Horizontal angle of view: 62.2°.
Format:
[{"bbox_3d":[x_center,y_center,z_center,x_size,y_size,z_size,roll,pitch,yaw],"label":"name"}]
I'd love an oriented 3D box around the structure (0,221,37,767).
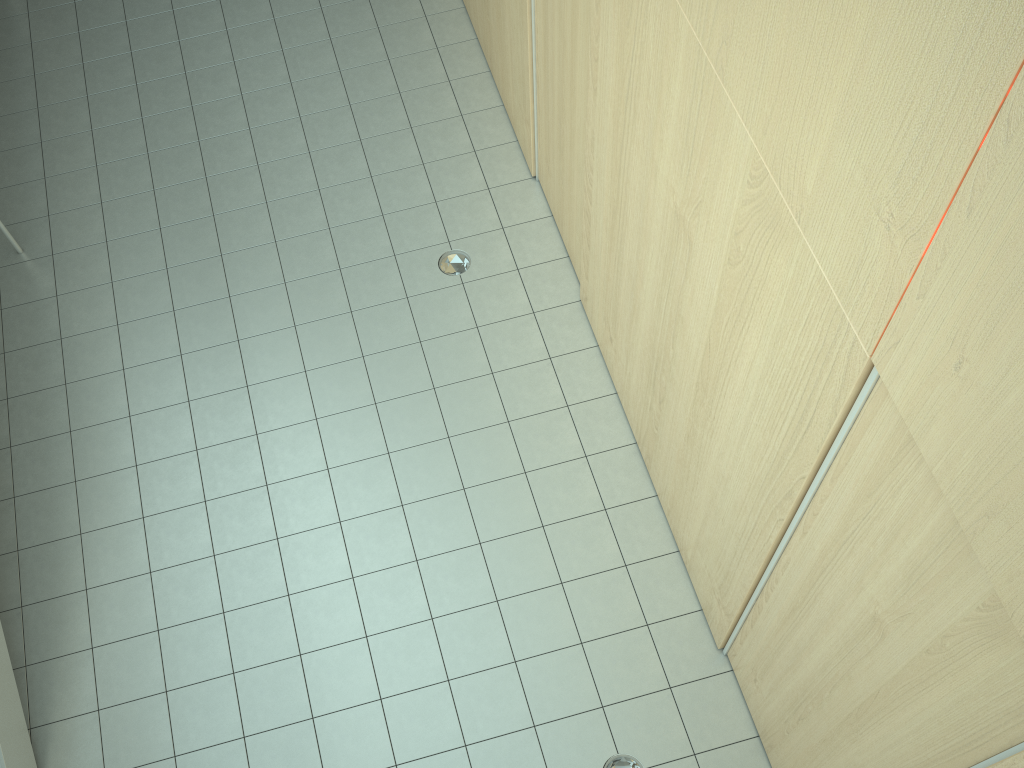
[{"bbox_3d":[-4.492,-3.538,4.086,1.874,4.773,11.321,-16,65,-7],"label":"structure"}]
